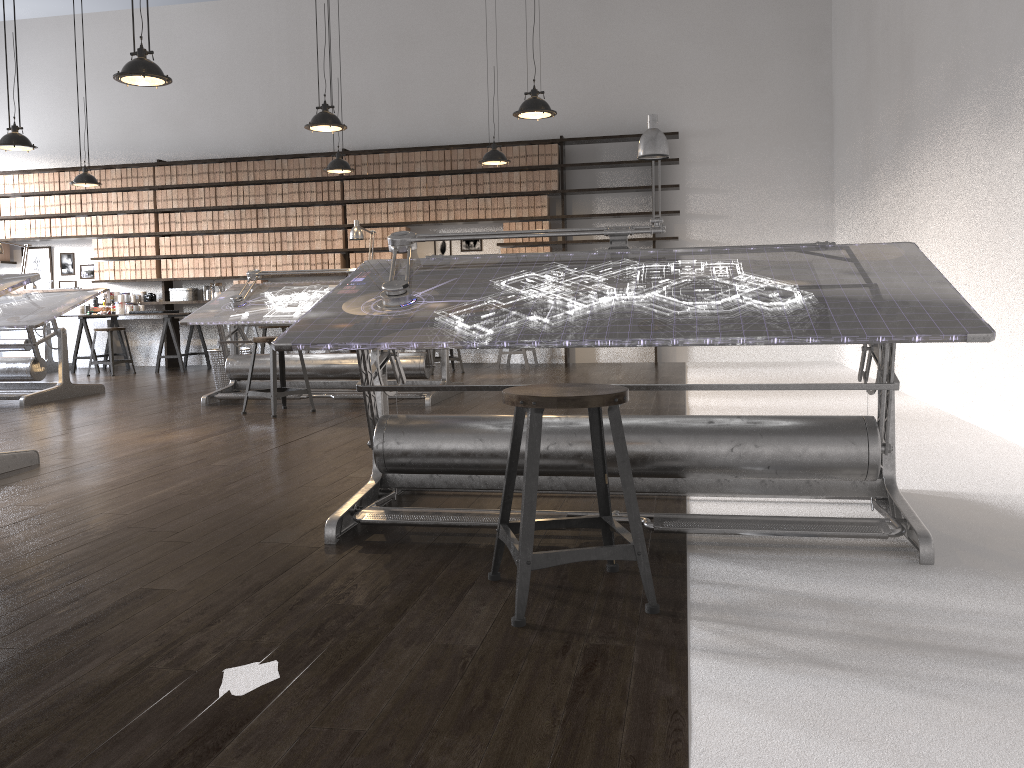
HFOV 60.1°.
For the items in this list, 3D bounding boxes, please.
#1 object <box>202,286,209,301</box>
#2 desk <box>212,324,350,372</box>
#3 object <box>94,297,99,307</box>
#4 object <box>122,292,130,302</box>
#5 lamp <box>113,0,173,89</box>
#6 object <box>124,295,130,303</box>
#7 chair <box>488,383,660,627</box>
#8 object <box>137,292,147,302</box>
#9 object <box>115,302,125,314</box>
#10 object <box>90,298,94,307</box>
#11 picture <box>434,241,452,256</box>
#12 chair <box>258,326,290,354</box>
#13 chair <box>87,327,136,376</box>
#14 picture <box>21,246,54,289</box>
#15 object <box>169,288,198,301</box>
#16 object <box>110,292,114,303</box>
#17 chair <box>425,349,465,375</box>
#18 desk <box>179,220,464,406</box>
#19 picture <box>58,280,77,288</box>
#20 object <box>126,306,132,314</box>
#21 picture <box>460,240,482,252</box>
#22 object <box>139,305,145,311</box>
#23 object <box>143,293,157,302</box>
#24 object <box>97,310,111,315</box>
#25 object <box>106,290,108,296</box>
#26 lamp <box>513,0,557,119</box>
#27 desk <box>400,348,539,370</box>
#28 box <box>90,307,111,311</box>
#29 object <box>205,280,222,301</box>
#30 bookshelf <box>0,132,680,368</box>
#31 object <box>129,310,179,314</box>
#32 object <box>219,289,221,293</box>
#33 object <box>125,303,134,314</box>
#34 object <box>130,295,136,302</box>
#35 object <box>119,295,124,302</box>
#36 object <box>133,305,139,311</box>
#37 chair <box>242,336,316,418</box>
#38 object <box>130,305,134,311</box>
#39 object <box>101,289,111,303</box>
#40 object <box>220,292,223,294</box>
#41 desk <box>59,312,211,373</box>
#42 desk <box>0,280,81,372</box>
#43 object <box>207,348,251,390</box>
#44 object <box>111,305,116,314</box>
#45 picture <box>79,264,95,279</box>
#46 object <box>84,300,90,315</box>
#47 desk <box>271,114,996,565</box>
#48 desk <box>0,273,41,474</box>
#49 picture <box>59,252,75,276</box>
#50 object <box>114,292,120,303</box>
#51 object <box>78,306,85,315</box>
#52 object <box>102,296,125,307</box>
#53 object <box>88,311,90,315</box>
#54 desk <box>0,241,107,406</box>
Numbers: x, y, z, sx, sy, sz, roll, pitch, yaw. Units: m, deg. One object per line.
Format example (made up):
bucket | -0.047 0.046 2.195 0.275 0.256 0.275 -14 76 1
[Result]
object | -3.673 -1.086 10.618 0.079 0.188 0.079 -2 3 -10
desk | -2.582 -0.489 9.932 1.668 0.668 0.658 0 4 11
object | -4.974 -0.947 10.583 0.069 0.229 0.068 -1 3 8
object | -4.697 -1.049 10.780 0.095 0.128 0.094 2 5 41
lamp | -2.107 -2.824 4.943 0.311 2.260 0.313 1 3 36
object | -4.634 -1.027 10.670 0.062 0.093 0.063 -2 4 -3
chair | 0.138 0.276 2.207 0.358 0.526 0.373 -2 4 -10
object | -4.458 -1.034 10.676 0.107 0.161 0.236 -3 5 -23
object | -4.617 -0.893 10.436 0.105 0.141 0.104 -1 4 4
object | -4.991 -0.943 10.500 0.069 0.237 0.068 -1 3 8
picture | -0.787 -1.569 10.087 0.201 0.284 0.022 -1 3 10
chair | -2.488 -0.356 9.294 0.372 0.526 0.359 -2 4 -15
chair | -4.411 -0.354 9.742 0.371 0.526 0.359 0 4 19
picture | -5.940 -1.431 11.092 0.415 0.573 0.040 -1 3 11
object | -3.920 -1.064 10.577 0.317 0.152 0.193 0 5 11
object | -4.869 -1.055 10.771 0.050 0.139 0.051 -1 3 9
chair | -0.705 -0.367 8.972 0.358 0.526 0.372 -3 4 -20
desk | -1.348 -0.580 6.849 2.068 1.383 1.080 0 4 11
picture | -5.533 -1.198 11.034 0.251 0.183 0.023 0 3 11
object | -4.506 -0.877 10.429 0.062 0.094 0.062 -4 5 -39
picture | -0.460 -1.591 10.021 0.251 0.183 0.023 0 3 11
object | -4.389 -0.886 10.499 0.062 0.094 0.062 -3 4 -30
object | -4.356 -1.038 10.625 0.171 0.108 0.091 0 4 11
object | -4.735 -0.829 10.269 0.197 0.050 0.132 3 7 40
object | -4.803 -1.012 10.473 0.055 0.192 0.006 -1 3 10
lamp | 0.133 -3.002 6.147 0.311 2.247 0.313 -2 3 -9
desk | -0.481 -0.499 9.521 1.668 0.668 0.658 0 4 11
box | -4.847 -0.868 10.468 0.212 0.083 0.138 0 5 11
object | -3.550 -1.126 10.512 0.181 0.271 0.157 -2 3 -5
bookshelf | -2.685 -1.085 10.399 9.175 3.200 0.374 0 3 11
object | -4.075 -0.819 10.090 0.445 0.033 0.313 0 6 11
object | -3.429 -1.057 10.436 0.041 0.124 0.008 -1 3 0
object | -4.549 -0.898 10.532 0.095 0.128 0.094 0 4 15
object | -4.568 -1.030 10.680 0.062 0.094 0.062 -2 4 -3
object | -4.705 -1.026 10.669 0.062 0.094 0.062 -2 4 -3
object | -4.444 -0.881 10.461 0.062 0.093 0.063 -3 4 -30
chair | -1.591 -0.056 6.018 0.372 0.526 0.359 2 5 39
object | -4.494 -0.883 10.489 0.045 0.101 0.044 -1 3 11
object | -4.915 -1.065 10.706 0.106 0.176 0.108 -1 4 13
object | -3.428 -1.040 10.509 0.062 0.093 0.063 -3 4 -27
desk | -4.314 -0.481 10.272 1.668 0.668 0.658 0 4 11
desk | -5.929 -0.688 10.546 1.268 1.095 1.075 -1 4 11
object | -2.342 -0.102 7.360 0.353 0.377 0.354 1 5 33
object | -4.689 -0.875 10.411 0.049 0.111 0.049 -1 3 8
picture | -5.235 -1.391 10.965 0.251 0.183 0.023 0 3 11
object | -5.004 -0.932 10.430 0.069 0.229 0.068 -1 3 8
desk | 0.367 -0.249 3.054 2.068 1.383 1.080 0 4 11
desk | -3.245 -0.253 3.977 2.068 1.383 1.080 0 4 11
picture | -5.530 -1.491 11.019 0.201 0.284 0.022 -1 3 10
object | -4.799 -1.055 10.760 0.070 0.130 0.070 -4 4 -41
object | -5.074 -0.868 10.434 0.068 0.104 0.068 0 4 16
object | -4.739 -0.994 10.587 0.077 0.146 0.346 1 5 34
object | -4.957 -0.833 10.398 0.049 0.037 0.049 -1 5 8
desk | -4.637 -0.565 7.493 2.279 1.383 1.080 0 4 11
